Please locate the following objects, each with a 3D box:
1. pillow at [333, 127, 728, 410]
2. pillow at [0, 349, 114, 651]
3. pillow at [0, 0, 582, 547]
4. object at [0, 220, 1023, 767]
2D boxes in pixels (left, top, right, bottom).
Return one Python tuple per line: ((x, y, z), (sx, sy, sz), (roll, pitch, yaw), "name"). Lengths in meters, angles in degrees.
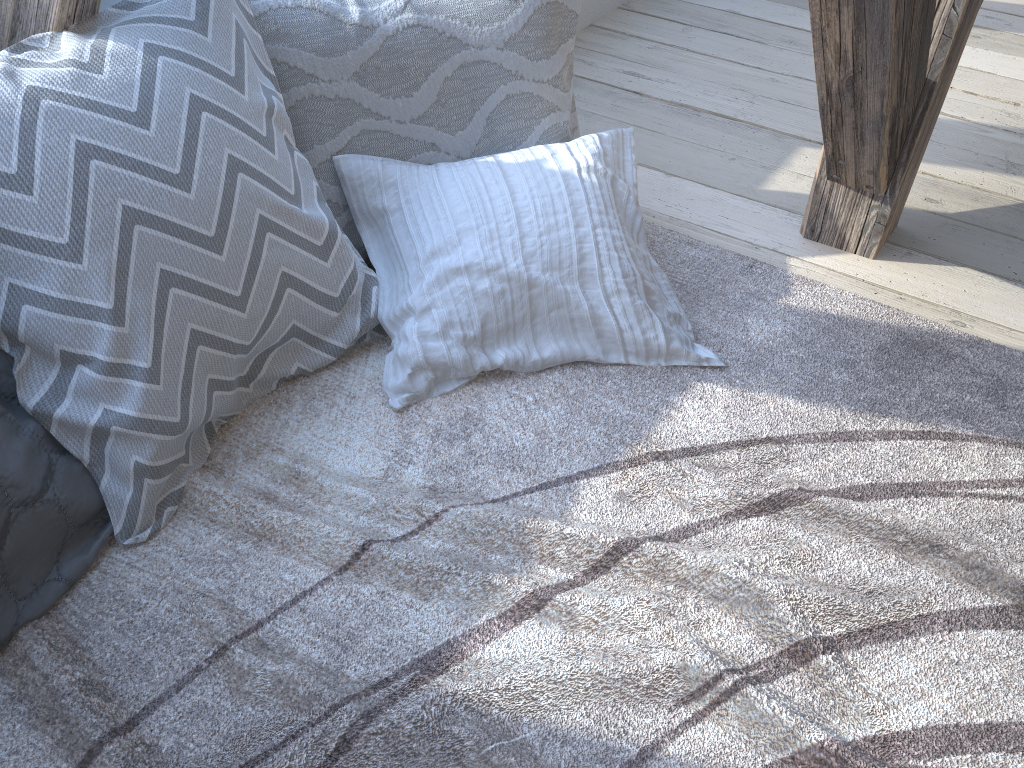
((0.018, -0.202, 1.418), (0.534, 0.258, 0.448), (-10, 45, -12), "pillow")
((-0.954, 0.197, 0.708), (0.458, 0.599, 1.219), (27, 49, 24), "pillow")
((-0.321, -0.353, 1.351), (0.489, 0.568, 1.111), (30, 50, 26), "pillow")
((-0.138, 0.727, 0.547), (2.146, 0.060, 3.051), (26, 49, 23), "object")
